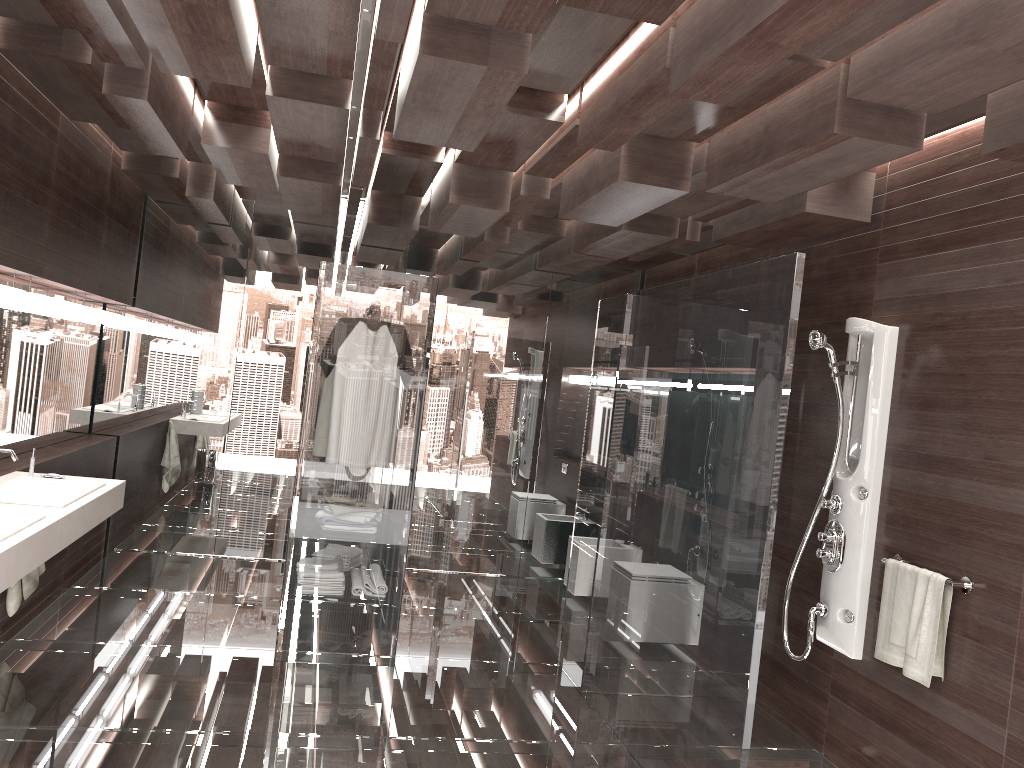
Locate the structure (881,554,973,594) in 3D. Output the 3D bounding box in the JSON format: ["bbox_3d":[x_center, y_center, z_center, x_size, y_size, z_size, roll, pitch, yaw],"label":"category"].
[{"bbox_3d":[1.592,0.729,3.436,0.071,0.061,0.455,7,0,-12],"label":"structure"}]

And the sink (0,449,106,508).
[{"bbox_3d":[-1.997,0.379,3.699,0.427,0.193,0.681,7,0,-12],"label":"sink"}]

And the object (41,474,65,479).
[{"bbox_3d":[-2.115,0.429,4.087,0.108,0.011,0.065,6,0,9],"label":"object"}]

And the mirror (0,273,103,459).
[{"bbox_3d":[-0.371,0.170,4.106,4.126,0.916,5.081,7,0,-12],"label":"mirror"}]

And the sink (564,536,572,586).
[{"bbox_3d":[0.673,1.286,6.464,0.469,0.456,0.357,7,0,-12],"label":"sink"}]

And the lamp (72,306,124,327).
[{"bbox_3d":[-2.649,-0.432,5.700,0.082,0.082,0.950,7,0,-12],"label":"lamp"}]

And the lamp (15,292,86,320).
[{"bbox_3d":[-2.439,-0.412,4.713,0.082,0.082,0.950,7,0,-12],"label":"lamp"}]

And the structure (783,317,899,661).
[{"bbox_3d":[1.425,0.483,3.981,0.354,1.560,0.323,6,0,8],"label":"structure"}]

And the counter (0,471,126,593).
[{"bbox_3d":[-1.899,0.521,3.263,0.488,0.131,1.954,7,0,-12],"label":"counter"}]

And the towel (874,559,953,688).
[{"bbox_3d":[1.540,0.912,3.426,0.097,0.414,0.352,7,0,-19],"label":"towel"}]

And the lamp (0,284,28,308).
[{"bbox_3d":[-2.224,-0.392,3.698,0.082,0.082,0.950,7,0,-12],"label":"lamp"}]

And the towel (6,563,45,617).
[{"bbox_3d":[-2.303,0.768,4.254,0.156,0.678,0.368,7,0,-12],"label":"towel"}]

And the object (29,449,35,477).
[{"bbox_3d":[-2.185,0.360,4.041,0.022,0.132,0.022,6,0,25],"label":"object"}]

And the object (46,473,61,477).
[{"bbox_3d":[-2.113,0.422,4.086,0.066,0.016,0.035,6,0,8],"label":"object"}]

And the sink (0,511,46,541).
[{"bbox_3d":[-1.810,0.397,2.820,0.427,0.193,0.681,7,0,-12],"label":"sink"}]
